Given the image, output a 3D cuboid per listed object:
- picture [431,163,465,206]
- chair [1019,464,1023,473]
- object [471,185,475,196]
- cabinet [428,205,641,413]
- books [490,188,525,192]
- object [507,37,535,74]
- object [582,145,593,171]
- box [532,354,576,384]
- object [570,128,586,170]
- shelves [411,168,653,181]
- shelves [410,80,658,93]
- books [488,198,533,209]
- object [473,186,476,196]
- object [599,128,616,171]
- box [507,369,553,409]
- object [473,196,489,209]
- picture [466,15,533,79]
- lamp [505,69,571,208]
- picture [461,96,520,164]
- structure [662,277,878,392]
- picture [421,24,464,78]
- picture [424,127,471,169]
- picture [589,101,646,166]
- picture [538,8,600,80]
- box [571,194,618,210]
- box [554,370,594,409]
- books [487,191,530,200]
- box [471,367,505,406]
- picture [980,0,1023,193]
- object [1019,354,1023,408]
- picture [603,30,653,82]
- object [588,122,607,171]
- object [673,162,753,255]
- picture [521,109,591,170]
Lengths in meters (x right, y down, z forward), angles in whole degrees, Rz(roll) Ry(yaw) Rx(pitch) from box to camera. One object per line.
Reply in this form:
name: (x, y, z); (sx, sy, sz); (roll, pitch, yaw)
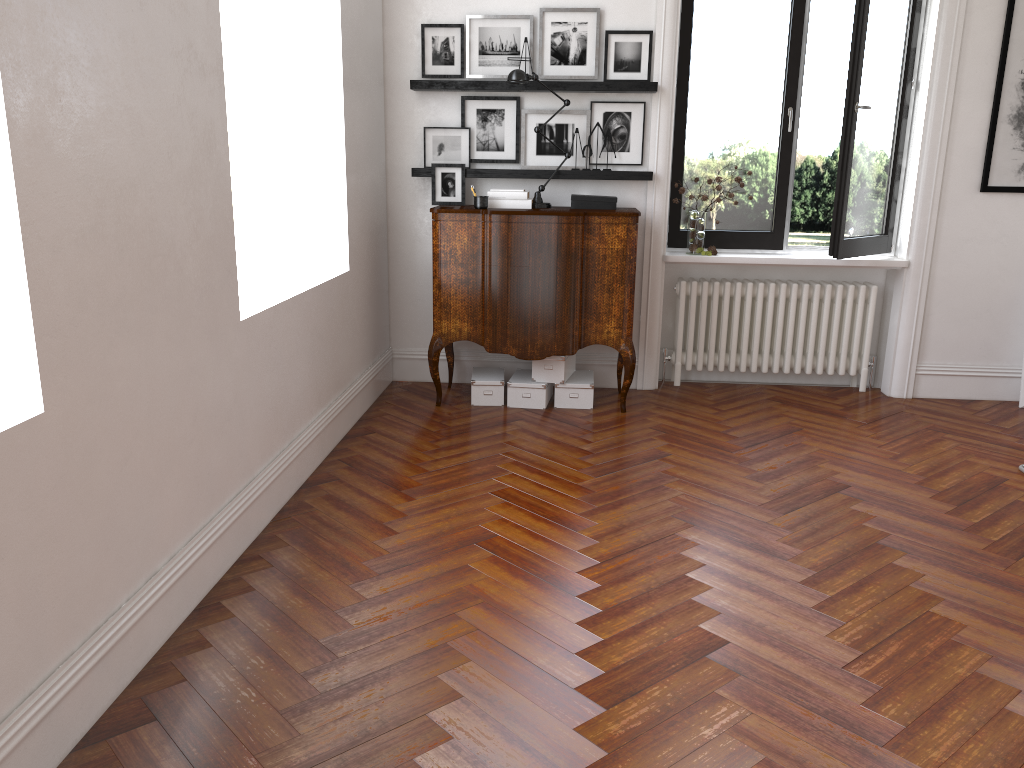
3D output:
picture: (-0.401, -1.257, 5.592); (0.213, 0.259, 0.020); (2, 15, 4)
chair: (2.890, 0.104, 4.068); (0.752, 0.877, 0.741); (2, 15, 4)
object: (-0.219, -1.111, 5.232); (0.050, 0.120, 0.010); (3, 15, 6)
cabinet: (0.138, -0.476, 5.548); (1.266, 1.224, 0.637); (2, 15, 4)
books: (-0.023, -1.181, 5.404); (0.200, 0.014, 0.178); (2, 14, 4)
object: (0.059, -1.996, 5.459); (0.174, 0.261, 0.040); (2, 15, 4)
object: (0.470, -1.416, 5.554); (0.066, 0.161, 0.040); (2, 15, 4)
box: (0.271, -0.137, 5.647); (0.209, 0.178, 0.392); (4, 15, 14)
object: (0.405, -1.473, 5.572); (0.124, 0.262, 0.040); (2, 15, 4)
shelves: (0.125, -1.331, 5.623); (1.514, 0.055, 0.155); (2, 14, 4)
shelves: (0.132, -1.839, 5.484); (1.514, 0.055, 0.157); (2, 14, 4)
books: (-0.021, -1.108, 5.440); (0.294, 0.057, 0.228); (2, 14, 4)
object: (-0.211, -1.110, 5.256); (0.046, 0.140, 0.010); (1, 15, 1)
object: (0.605, -1.477, 5.593); (0.110, 0.263, 0.040); (2, 15, 4)
box: (0.121, 0.036, 5.674); (0.244, 0.178, 0.392); (3, 14, 9)
object: (-0.183, -1.072, 5.248); (0.091, 0.078, 0.091); (-5, 16, -22)
picture: (-0.078, -2.091, 5.504); (0.415, 0.369, 0.020); (2, 15, 4)
lamp: (0.168, -1.478, 5.396); (0.490, 0.807, 0.173); (-8, 17, -30)
picture: (-0.137, -1.615, 5.637); (0.373, 0.408, 0.020); (2, 15, 4)
structure: (1.774, -0.319, 6.095); (1.453, 0.782, 0.224); (2, 15, 4)
picture: (-0.432, -2.077, 5.535); (0.267, 0.317, 0.020); (2, 15, 4)
picture: (-0.414, -1.508, 5.662); (0.300, 0.255, 0.020); (2, 15, 4)
picture: (0.660, -1.577, 5.587); (0.343, 0.386, 0.020); (2, 15, 4)
picture: (0.351, -2.097, 5.468); (0.369, 0.411, 0.020); (2, 15, 4)
box: (0.505, -1.123, 5.479); (0.282, 0.087, 0.207); (2, 14, 4)
box: (0.399, 0.037, 5.684); (0.245, 0.178, 0.392); (2, 14, 4)
books: (-0.019, -1.158, 5.432); (0.239, 0.044, 0.253); (2, 14, 4)
box: (-0.154, 0.020, 5.723); (0.209, 0.178, 0.392); (1, 14, -1)
picture: (3.367, -1.822, 5.318); (0.882, 1.331, 0.035); (2, 15, 4)
object: (3.682, -0.365, 5.590); (0.830, 1.068, 0.232); (2, 15, 4)
picture: (0.714, -2.014, 5.462); (0.289, 0.305, 0.020); (2, 15, 4)
object: (0.534, -1.490, 5.566); (0.118, 0.300, 0.040); (2, 15, 4)
object: (1.349, -1.155, 5.827); (0.541, 0.603, 0.316); (-6, 16, -24)
picture: (0.275, -1.547, 5.623); (0.434, 0.367, 0.020); (2, 15, 4)
